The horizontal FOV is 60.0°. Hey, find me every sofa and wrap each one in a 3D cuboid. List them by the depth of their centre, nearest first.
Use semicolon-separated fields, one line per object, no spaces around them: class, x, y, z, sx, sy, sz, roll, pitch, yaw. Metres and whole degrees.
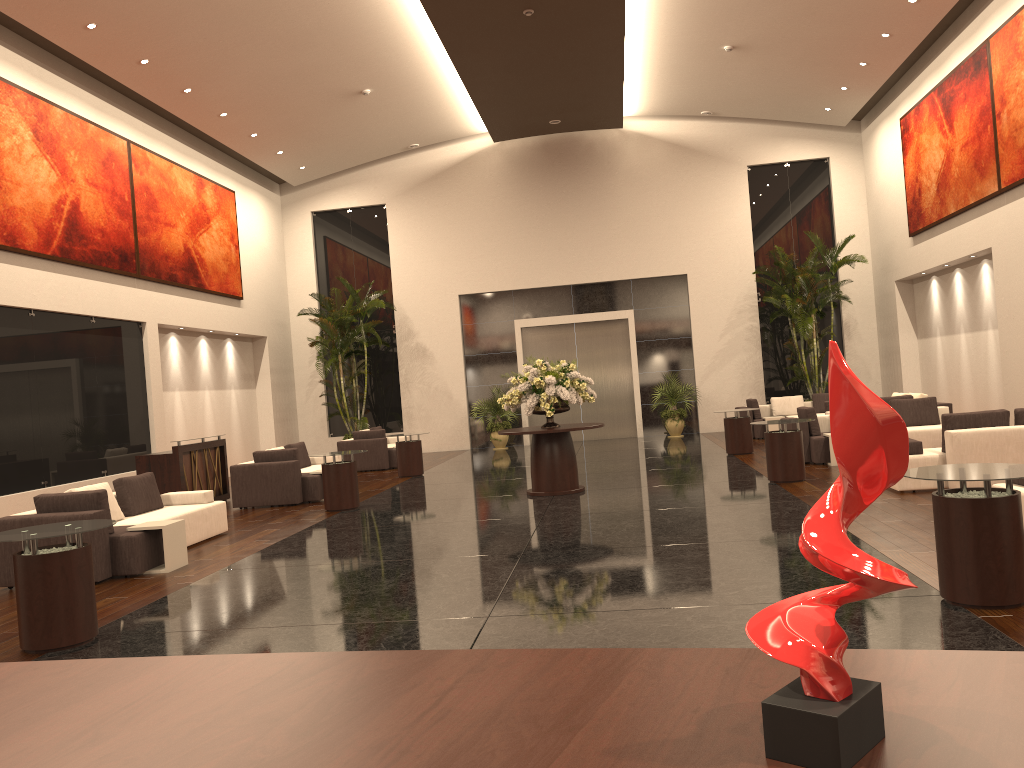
sofa;5.125;0.724;5.882;2.586;0.862;3.366;-5;0;7
sofa;-4.098;1.463;9.679;1.291;0.862;2.846;-5;0;7
sofa;5.738;0.694;11.196;2.586;0.862;3.366;-5;0;7
sofa;5.760;0.701;13.831;2.846;0.862;1.291;-5;0;7
sofa;-3.487;1.433;14.816;1.291;0.862;2.846;-5;0;7
sofa;6.407;0.660;16.829;2.586;0.862;3.366;-5;0;7
sofa;6.429;0.668;19.464;2.846;0.862;1.291;-5;0;7
sofa;-2.875;1.402;19.970;1.291;0.862;2.846;-5;0;7

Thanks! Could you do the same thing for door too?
door;1.729;-0.049;22.904;2.767;3.048;0.040;-5;0;7

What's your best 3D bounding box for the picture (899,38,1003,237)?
picture;8.090;-4.358;16.572;0.070;2.526;4.515;-5;0;7

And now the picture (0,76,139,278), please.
picture;-7.158;-3.167;13.837;0.070;2.526;4.515;-5;0;7

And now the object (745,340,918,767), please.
object;0.306;0.155;0.872;0.163;0.390;0.165;-5;0;15

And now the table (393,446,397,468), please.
table;-2.300;1.556;19.113;0.400;0.460;0.400;-5;0;7

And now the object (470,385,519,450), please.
object;-0.343;0.801;22.331;1.297;1.682;1.373;-5;0;40

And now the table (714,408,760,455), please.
table;4.110;0.871;16.103;0.833;0.795;0.844;-4;0;-32

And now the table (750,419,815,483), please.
table;3.629;0.894;11.808;0.833;0.795;0.844;-4;0;-32

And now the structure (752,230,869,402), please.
structure;7.073;-1.257;20.875;2.436;4.611;2.531;-4;0;-22

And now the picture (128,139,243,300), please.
picture;-6.625;-3.194;18.327;0.070;2.526;4.515;-5;0;7

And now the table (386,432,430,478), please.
table;-1.944;1.350;16.825;0.833;0.795;0.844;-4;0;-32

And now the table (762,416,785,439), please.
table;5.592;0.934;18.902;0.400;0.460;0.400;-5;0;7

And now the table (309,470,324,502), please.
table;-2.913;1.587;13.959;0.400;0.460;0.400;-5;0;7

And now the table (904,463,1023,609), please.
table;2.875;0.932;5.460;0.844;0.795;0.833;-4;0;-44

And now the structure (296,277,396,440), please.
structure;-4.025;-0.378;22.343;2.436;4.611;2.531;-4;0;-22

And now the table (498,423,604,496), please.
table;0.585;1.074;12.574;1.498;0.921;1.498;-4;0;-2

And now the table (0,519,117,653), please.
table;-3.180;1.411;6.182;0.844;0.795;0.833;-4;0;-44

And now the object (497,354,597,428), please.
object;0.532;0.066;12.573;1.453;1.097;1.402;-4;0;-37

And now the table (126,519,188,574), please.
table;-3.523;1.618;8.822;0.400;0.460;0.400;-5;0;7

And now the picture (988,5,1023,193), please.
picture;7.557;-4.332;12.082;0.070;2.526;4.515;-5;0;7

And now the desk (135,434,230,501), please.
desk;-5.218;1.439;14.221;0.760;1.114;1.634;-5;0;7

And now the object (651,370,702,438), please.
object;3.940;0.462;21.768;1.297;1.682;1.373;-5;0;45

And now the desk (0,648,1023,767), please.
desk;-0.842;1.020;0.567;7.146;1.171;1.674;-5;0;8

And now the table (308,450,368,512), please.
table;-2.426;1.373;12.530;0.833;0.795;0.844;-4;0;-32

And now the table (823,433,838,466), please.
table;4.922;0.968;13.269;0.400;0.460;0.400;-5;0;7
